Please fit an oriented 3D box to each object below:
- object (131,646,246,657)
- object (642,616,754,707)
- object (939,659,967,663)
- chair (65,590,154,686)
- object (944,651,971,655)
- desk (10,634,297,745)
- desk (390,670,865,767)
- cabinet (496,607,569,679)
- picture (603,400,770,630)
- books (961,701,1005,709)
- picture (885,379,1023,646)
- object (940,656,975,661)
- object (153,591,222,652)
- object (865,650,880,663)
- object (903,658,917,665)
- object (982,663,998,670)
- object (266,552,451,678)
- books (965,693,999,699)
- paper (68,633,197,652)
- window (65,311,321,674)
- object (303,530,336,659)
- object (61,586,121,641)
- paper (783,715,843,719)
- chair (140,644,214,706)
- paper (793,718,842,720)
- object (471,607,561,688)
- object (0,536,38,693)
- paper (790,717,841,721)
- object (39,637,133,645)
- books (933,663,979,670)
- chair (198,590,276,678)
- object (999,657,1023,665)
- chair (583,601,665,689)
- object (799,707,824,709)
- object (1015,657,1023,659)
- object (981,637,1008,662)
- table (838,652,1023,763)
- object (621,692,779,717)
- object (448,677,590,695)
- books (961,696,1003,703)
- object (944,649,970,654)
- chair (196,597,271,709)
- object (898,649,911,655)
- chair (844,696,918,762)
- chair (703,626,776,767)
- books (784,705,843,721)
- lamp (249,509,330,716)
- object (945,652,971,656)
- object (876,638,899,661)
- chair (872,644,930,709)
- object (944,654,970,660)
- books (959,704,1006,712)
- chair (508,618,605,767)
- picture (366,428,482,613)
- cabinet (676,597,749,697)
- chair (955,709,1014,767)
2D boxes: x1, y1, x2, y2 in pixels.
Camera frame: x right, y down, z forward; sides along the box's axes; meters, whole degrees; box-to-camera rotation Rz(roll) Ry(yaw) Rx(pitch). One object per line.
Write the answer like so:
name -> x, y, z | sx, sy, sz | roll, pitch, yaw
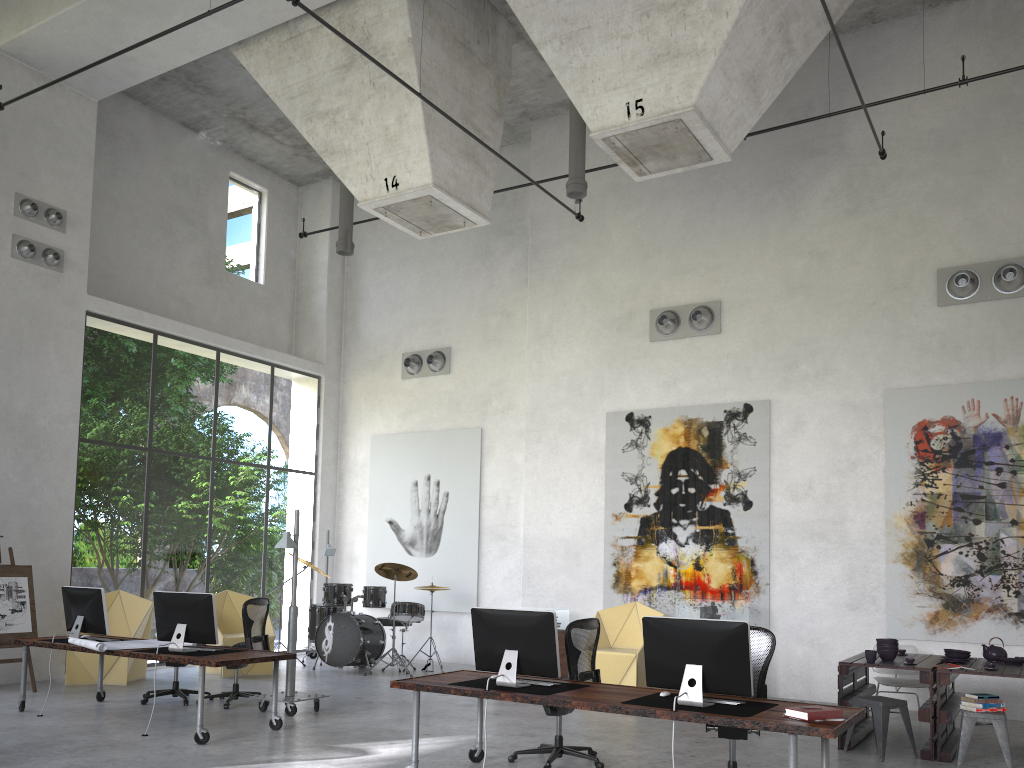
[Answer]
object -> -3.048, 2.530, 8.310 | 0.849, 0.008, 0.699 | -4, -13, 22
object -> 1.229, 1.803, 5.732 | 0.717, 0.546, 0.381 | -5, -9, 33
object -> 4.086, 2.570, 8.135 | 0.235, 0.019, 0.238 | -5, -13, 26
chair -> -5.215, 3.257, 11.344 | 0.980, 1.155, 0.948 | 3, -7, -10
object -> 4.243, 2.573, 8.366 | 0.229, 0.062, 0.232 | -4, -13, 26
desk -> -3.605, 2.942, 8.642 | 3.139, 0.715, 0.987 | -6, -11, 31
desk -> 0.673, 2.489, 6.014 | 3.139, 0.715, 0.987 | -6, -11, 31
cabinet -> 0.291, 3.629, 12.197 | 0.737, 1.001, 0.752 | -3, -8, 31
picture -> 2.340, 1.799, 12.015 | 2.361, 2.984, 0.020 | -3, -6, 31
books -> 3.860, 2.625, 7.208 | 0.286, 0.033, 0.200 | 7, -13, -27
picture -> 5.490, 1.470, 10.101 | 2.224, 2.985, 0.020 | -3, -6, 31
object -> 4.242, 2.621, 8.361 | 0.295, 0.024, 0.301 | -1, -12, 9
object -> -3.044, 2.249, 8.328 | 0.715, 0.546, 0.382 | -3, -8, 23
object -> 3.274, 2.475, 7.974 | 0.129, 0.108, 0.102 | -2, -9, 23
object -> 3.579, 2.493, 7.901 | 0.116, 0.055, 0.140 | -2, -11, 17
object -> 4.133, 2.443, 7.601 | 0.137, 0.055, 0.118 | 0, -11, 7
object -> -2.305, 3.489, 13.533 | 2.971, 1.723, 1.912 | -1, -9, 16
books -> 3.861, 2.565, 7.214 | 0.204, 0.025, 0.146 | 4, -12, -12
paper -> -3.794, 2.567, 8.788 | 0.982, 0.103, 1.088 | -9, -16, 40
window -> -4.671, 1.849, 13.636 | 0.020, 4.831, 4.622 | -1, -8, 31
object -> -3.146, 3.539, 14.830 | 0.581, 2.128, 0.601 | 3, -5, -23
object -> -4.372, 2.388, 9.134 | 0.717, 0.546, 0.381 | -5, -9, 33
paper -> 1.816, 2.003, 5.288 | 0.291, 0.001, 0.213 | 7, -13, -26
chair -> -3.733, 2.973, 9.906 | 0.772, 1.171, 0.802 | 4, -7, -20
paper -> 1.816, 2.002, 5.288 | 0.290, 0.001, 0.214 | 1, -12, 4
object -> 0.059, 1.925, 6.443 | 0.717, 0.546, 0.381 | -5, -9, 33
object -> -5.975, 2.522, 10.237 | 0.686, 2.119, 0.701 | -2, -6, 32
paper -> 1.816, 2.002, 5.288 | 0.290, 0.001, 0.214 | -2, -12, 13
object -> -4.375, 2.668, 9.116 | 0.852, 0.008, 0.697 | -6, -14, 32
books -> 3.874, 2.469, 7.687 | 0.304, 0.030, 0.227 | 1, -12, -1
chair -> -3.897, 3.520, 12.455 | 0.987, 1.155, 0.941 | 7, -9, -38
object -> 4.636, 2.568, 8.132 | 0.229, 0.046, 0.233 | 0, -12, 9
chair -> 1.455, 3.442, 11.499 | 0.982, 1.155, 0.946 | -3, -8, 30
object -> 1.791, 1.937, 5.254 | 0.149, 0.011, 0.011 | 1, -8, 0
object -> 4.799, 2.602, 8.288 | 0.116, 0.055, 0.140 | 3, -11, -8
object -> 4.618, 2.539, 8.406 | 0.219, 0.229, 0.215 | -3, -9, 29
table -> 4.028, 2.990, 8.198 | 1.606, 0.785, 1.527 | -5, -12, 31
object -> 1.225, 2.083, 5.714 | 0.852, 0.008, 0.697 | -6, -14, 32
object -> 0.055, 2.205, 6.424 | 0.852, 0.008, 0.697 | -6, -14, 32
books -> 3.856, 2.593, 7.212 | 0.254, 0.032, 0.178 | 3, -12, -7
object -> 4.237, 2.561, 8.367 | 0.229, 0.057, 0.232 | -6, -13, 31
chair -> -3.059, 2.959, 9.766 | 0.792, 1.171, 0.781 | 2, -7, -5
object -> 3.930, 2.699, 8.845 | 0.139, 0.055, 0.117 | 11, -14, -42
chair -> 3.247, 3.023, 7.748 | 0.421, 0.483, 0.442 | 5, -8, -23
chair -> 1.633, 2.351, 6.358 | 0.770, 1.171, 0.804 | 1, -7, 0
books -> 1.801, 1.968, 5.257 | 0.286, 0.051, 0.205 | 7, -13, -26
lamp -> -2.335, 2.409, 9.373 | 0.580, 2.128, 0.602 | -1, -5, 31
object -> 4.243, 2.584, 8.361 | 0.229, 0.062, 0.233 | -4, -13, 26
object -> 3.516, 2.484, 8.224 | 0.194, 0.211, 0.216 | -4, -9, 32
chair -> 4.229, 3.271, 9.568 | 0.694, 0.809, 0.784 | -1, -8, 16
object -> 4.241, 2.600, 8.361 | 0.229, 0.046, 0.233 | 3, -12, -9
books -> 3.859, 2.658, 7.205 | 0.285, 0.034, 0.201 | 4, -12, -12
chair -> 0.383, 2.489, 7.153 | 0.792, 1.171, 0.781 | 0, -7, 15
picture -> -1.534, 2.311, 14.879 | 2.343, 2.984, 0.020 | -3, -6, 31
cabinet -> 2.448, 3.252, 10.730 | 0.745, 1.240, 0.601 | -2, -7, 31
chair -> 3.852, 2.916, 7.170 | 0.420, 0.483, 0.443 | -2, -8, 26
